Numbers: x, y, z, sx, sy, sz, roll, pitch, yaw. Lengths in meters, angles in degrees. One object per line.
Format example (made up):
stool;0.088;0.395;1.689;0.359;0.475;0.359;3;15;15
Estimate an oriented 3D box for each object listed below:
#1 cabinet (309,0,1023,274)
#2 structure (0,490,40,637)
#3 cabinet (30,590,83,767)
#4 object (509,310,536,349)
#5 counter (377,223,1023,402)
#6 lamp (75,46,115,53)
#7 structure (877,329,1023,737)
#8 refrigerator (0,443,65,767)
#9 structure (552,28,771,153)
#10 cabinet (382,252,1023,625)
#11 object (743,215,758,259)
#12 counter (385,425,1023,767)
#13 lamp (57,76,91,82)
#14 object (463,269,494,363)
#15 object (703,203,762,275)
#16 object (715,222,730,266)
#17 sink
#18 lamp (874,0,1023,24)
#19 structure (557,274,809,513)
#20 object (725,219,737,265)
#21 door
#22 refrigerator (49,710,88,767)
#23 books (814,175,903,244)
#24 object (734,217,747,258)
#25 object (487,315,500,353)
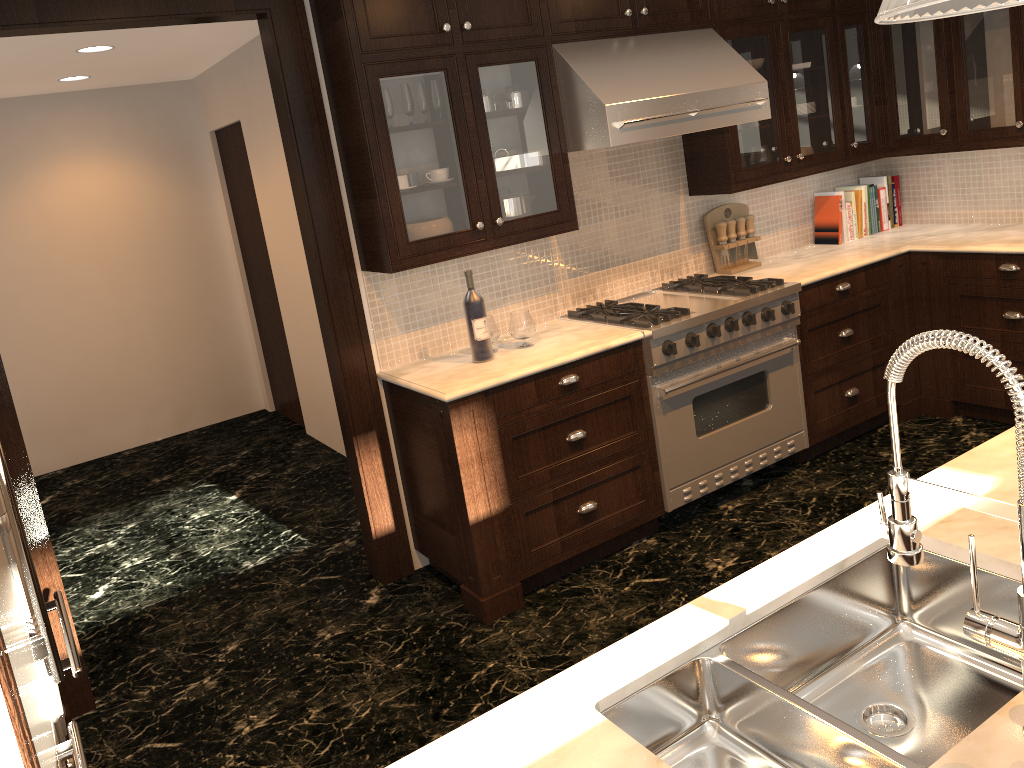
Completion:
cabinet;1.273;-1.355;3.390;3.405;1.234;2.325;-18;16;-29
structure;-1.680;0.480;2.346;0.672;0.382;0.768;-17;16;-29
cabinet;-1.486;0.189;1.887;0.765;2.382;1.856;-16;14;-29
object;0.044;-0.230;3.709;0.114;0.148;0.113;-19;15;-37
counter;1.444;-0.329;3.572;3.406;0.031;2.333;-18;17;-29
lamp;-2.234;-1.848;4.701;0.199;0.134;0.199;-16;15;-24
structure;0.587;0.185;1.162;0.051;0.522;0.245;-15;13;-29
refrigerator;-1.233;0.486;1.578;0.695;2.087;0.895;-16;13;-29
structure;0.599;-1.344;3.959;0.941;0.470;0.644;-18;16;-29
cabinet;1.517;0.108;3.652;3.406;0.866;2.333;-18;17;-29
object;1.262;-0.777;4.669;0.061;0.233;0.062;-5;11;23
counter;0.917;0.371;1.338;2.901;0.031;1.062;-18;17;-29
lamp;-2.795;-2.004;5.606;0.197;0.134;0.201;0;16;34
object;-0.147;-0.277;3.569;0.095;0.371;0.096;-12;11;-15
object;1.169;-0.768;4.622;0.320;0.344;0.111;-17;13;-30
object;1.092;-0.724;4.565;0.061;0.225;0.062;0;14;41
sink;0.561;0.543;1.385;0.809;0.209;0.461;-18;17;-29
lamp;0.409;-0.705;0.663;0.319;0.771;0.321;-13;11;-16
structure;0.834;-0.014;4.179;0.916;0.824;0.724;-17;14;-29
object;1.147;-0.739;4.599;0.061;0.233;0.062;-4;12;29
door;-1.787;-0.777;6.393;0.046;2.149;0.869;-15;12;-29
refrigerator;-0.884;1.146;1.847;0.148;0.562;0.909;-15;15;-29
books;1.993;-1.016;5.111;0.610;0.306;0.195;-18;14;-30
object;1.206;-0.764;4.634;0.061;0.222;0.062;-4;12;29
object;-0.108;-0.208;3.719;0.114;0.148;0.113;-19;15;-37
